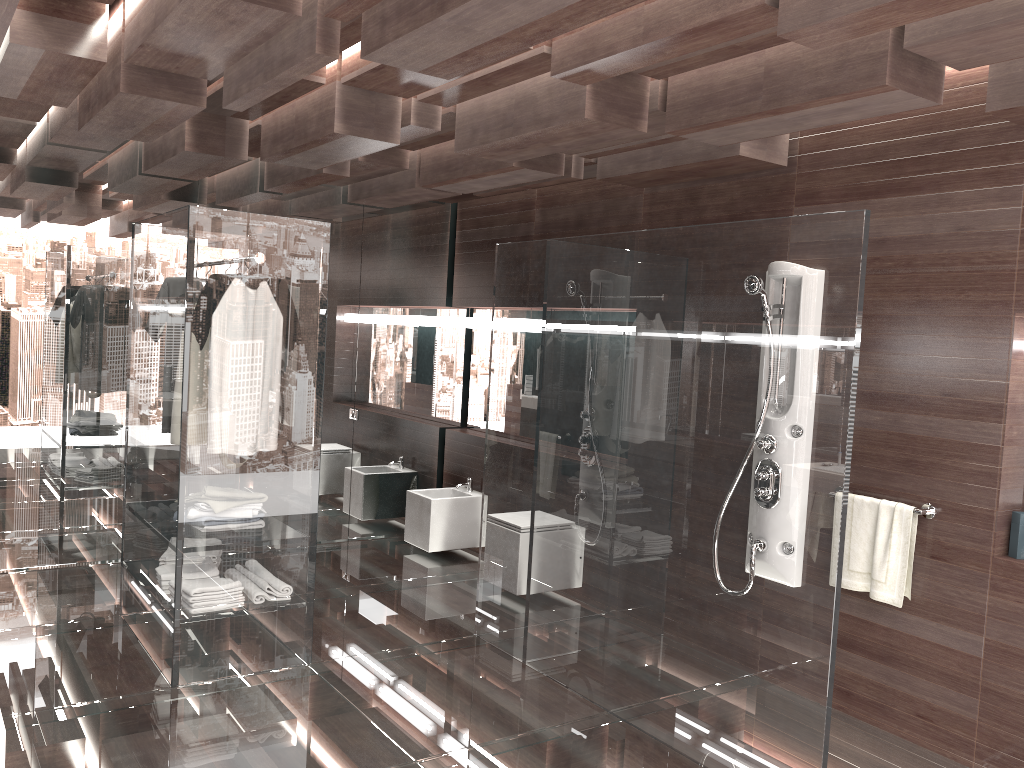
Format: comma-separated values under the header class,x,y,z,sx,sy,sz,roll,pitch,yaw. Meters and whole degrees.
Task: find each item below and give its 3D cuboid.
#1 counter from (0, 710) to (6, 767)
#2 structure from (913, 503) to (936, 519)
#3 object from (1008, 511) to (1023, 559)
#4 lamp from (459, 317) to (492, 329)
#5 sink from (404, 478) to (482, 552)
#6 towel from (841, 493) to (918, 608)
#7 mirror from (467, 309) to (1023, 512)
class,x,y,z,sx,sy,sz,roll,pitch,yaw
counter,-1.634,0.586,2.201,0.488,0.131,1.954,1,4,-35
structure,1.530,0.494,3.697,0.071,0.061,0.455,1,4,-35
object,1.950,0.574,3.355,0.105,0.173,0.048,3,3,-7
lamp,-0.091,-0.426,6.291,0.082,0.082,0.950,1,4,-35
sink,-0.452,0.890,6.195,0.469,0.456,0.357,1,4,-35
towel,1.495,0.680,3.687,0.097,0.414,0.352,0,4,-42
mirror,-0.563,0.047,3.517,4.126,0.916,5.081,1,4,-35
